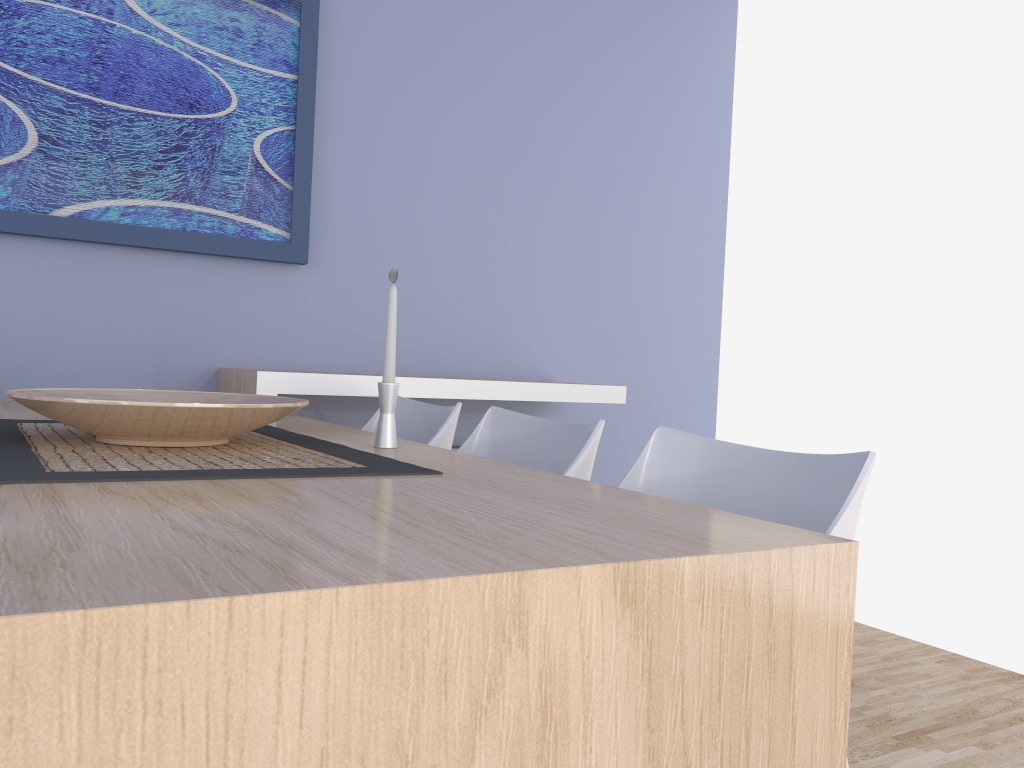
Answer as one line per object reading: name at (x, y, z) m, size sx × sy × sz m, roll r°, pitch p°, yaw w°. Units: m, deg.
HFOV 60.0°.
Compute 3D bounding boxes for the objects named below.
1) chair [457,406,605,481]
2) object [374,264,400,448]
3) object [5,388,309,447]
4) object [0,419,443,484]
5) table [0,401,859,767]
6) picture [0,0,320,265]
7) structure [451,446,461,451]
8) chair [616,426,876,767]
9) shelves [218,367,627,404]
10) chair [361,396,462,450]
chair at (-0.099, 0.449, 1.793) m, size 0.486 × 0.793 × 0.510 m, roll 2°, pitch 1°, yaw -30°
object at (-0.232, -0.054, 1.686) m, size 0.045 × 0.349 × 0.045 m, roll 2°, pitch 1°, yaw -31°
object at (-0.614, 0.060, 1.569) m, size 0.493 × 0.081 × 0.493 m, roll 3°, pitch 1°, yaw -13°
object at (-0.612, 0.103, 1.569) m, size 0.594 × 0.005 × 0.986 m, roll 2°, pitch 1°, yaw -32°
table at (-0.692, 0.459, 1.661) m, size 1.002 × 0.718 × 2.340 m, roll 2°, pitch 1°, yaw -31°
picture at (-1.197, -0.867, 2.608) m, size 1.252 × 0.901 × 0.049 m, roll 2°, pitch 1°, yaw -31°
structure at (-1.445, 0.433, 2.517) m, size 3.843 × 0.503 × 0.064 m, roll 2°, pitch 1°, yaw -31°
chair at (0.207, 0.472, 1.283) m, size 0.486 × 0.793 × 0.510 m, roll 2°, pitch 1°, yaw -31°
shelves at (-1.405, 0.353, 2.326) m, size 3.901 × 0.840 × 0.463 m, roll 2°, pitch 1°, yaw -31°
chair at (-0.401, 0.426, 2.296) m, size 0.486 × 0.793 × 0.510 m, roll 2°, pitch 1°, yaw -31°
